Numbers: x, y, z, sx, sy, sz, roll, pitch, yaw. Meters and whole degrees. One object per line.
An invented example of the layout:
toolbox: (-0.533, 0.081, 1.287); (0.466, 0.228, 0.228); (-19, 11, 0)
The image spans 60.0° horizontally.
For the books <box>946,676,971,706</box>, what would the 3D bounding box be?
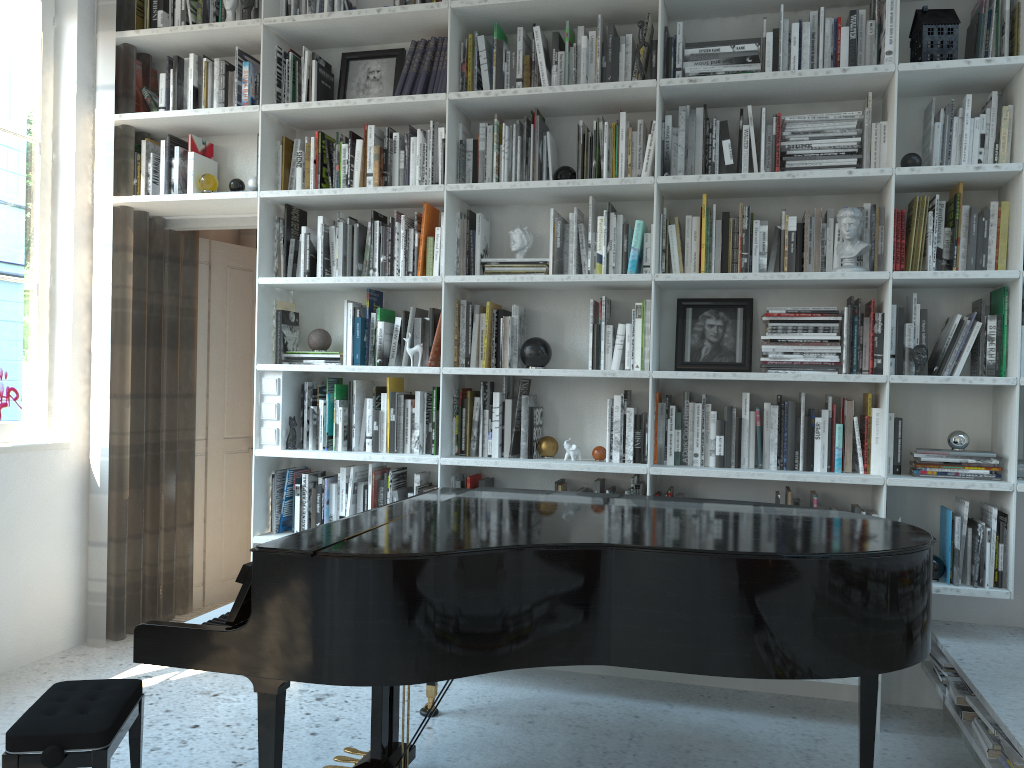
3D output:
books: (1.538, 1.011, 2.896); (0.191, 0.028, 0.212); (1, 0, 19)

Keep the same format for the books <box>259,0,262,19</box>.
books: (-1.082, -1.699, 3.994); (0.022, 0.286, 0.175); (1, 0, 15)

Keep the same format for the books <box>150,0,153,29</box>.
books: (-1.622, -1.665, 4.124); (0.024, 0.195, 0.167); (1, 0, 15)

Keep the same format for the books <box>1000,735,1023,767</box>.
books: (1.384, 0.966, 2.296); (0.182, 0.016, 0.199); (1, 0, 20)

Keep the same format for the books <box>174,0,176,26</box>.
books: (-1.504, -1.679, 4.107); (0.024, 0.227, 0.157); (1, 0, 15)

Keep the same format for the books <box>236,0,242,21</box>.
books: (-1.193, -1.685, 4.022); (0.021, 0.253, 0.179); (1, 0, 15)

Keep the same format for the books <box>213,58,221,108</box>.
books: (-1.301, -1.324, 4.042); (0.025, 0.261, 0.167); (1, 0, 15)

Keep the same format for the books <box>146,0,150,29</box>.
books: (-1.640, -1.711, 4.126); (0.014, 0.286, 0.175); (1, 0, 15)

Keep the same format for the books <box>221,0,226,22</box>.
books: (-1.273, -1.654, 4.040); (0.024, 0.187, 0.159); (1, 0, 15)

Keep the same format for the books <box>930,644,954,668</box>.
books: (1.612, 0.979, 3.180); (0.191, 0.013, 0.243); (1, 0, 11)

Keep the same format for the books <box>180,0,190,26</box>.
books: (-1.457, -1.667, 4.074); (0.030, 0.206, 0.175); (1, 0, 15)

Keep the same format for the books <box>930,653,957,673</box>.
books: (1.619, 1.003, 3.178); (0.188, 0.009, 0.211); (1, 0, 14)

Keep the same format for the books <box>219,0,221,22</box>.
books: (-1.294, -1.718, 4.057); (0.029, 0.314, 0.129); (1, 1, 15)

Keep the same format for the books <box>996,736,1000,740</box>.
books: (1.486, 1.020, 2.592); (0.149, 0.007, 0.300); (1, 0, 15)

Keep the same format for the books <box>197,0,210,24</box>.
books: (-1.374, -1.703, 4.062); (0.039, 0.283, 0.181); (1, 0, 15)

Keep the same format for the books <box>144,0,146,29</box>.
books: (-1.657, -1.680, 4.140); (0.023, 0.223, 0.151); (1, 0, 15)

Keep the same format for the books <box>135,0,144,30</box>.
books: (-1.701, -1.679, 4.139); (0.014, 0.219, 0.188); (1, 0, 15)

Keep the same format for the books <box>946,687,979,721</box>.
books: (1.545, 1.052, 2.895); (0.189, 0.030, 0.237); (1, 0, 15)

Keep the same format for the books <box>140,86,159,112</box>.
books: (-1.651, -1.289, 4.156); (0.121, 0.176, 0.129); (1, 0, 15)

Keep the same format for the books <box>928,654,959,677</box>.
books: (1.616, 1.013, 3.179); (0.177, 0.012, 0.278); (1, 0, 11)

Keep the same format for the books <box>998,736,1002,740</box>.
books: (1.485, 1.010, 2.592); (0.147, 0.012, 0.206); (1, 0, 16)

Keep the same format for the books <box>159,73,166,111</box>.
books: (-1.578, -1.308, 4.126); (0.034, 0.218, 0.166); (1, 0, 15)

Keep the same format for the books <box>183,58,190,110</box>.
books: (-1.467, -1.341, 4.103); (0.028, 0.288, 0.132); (1, 1, 15)

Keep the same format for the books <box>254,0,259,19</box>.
books: (-1.108, -1.649, 4.001); (0.028, 0.185, 0.167); (1, 0, 15)

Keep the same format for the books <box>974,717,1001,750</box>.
books: (1.473, 1.030, 2.595); (0.172, 0.014, 0.221); (1, 0, 16)

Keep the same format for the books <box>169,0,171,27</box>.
books: (-1.539, -1.664, 4.124); (0.031, 0.195, 0.145); (1, 0, 15)

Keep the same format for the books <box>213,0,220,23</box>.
books: (-1.318, -1.713, 4.052); (0.014, 0.304, 0.145); (1, 0, 15)

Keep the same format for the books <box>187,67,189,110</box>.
books: (-1.443, -1.316, 4.096); (0.024, 0.239, 0.155); (1, 0, 15)

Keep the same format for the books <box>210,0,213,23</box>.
books: (-1.336, -1.690, 4.071); (0.030, 0.257, 0.130); (1, 0, 15)

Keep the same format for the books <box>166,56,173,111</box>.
books: (-1.554, -1.347, 4.122); (0.011, 0.296, 0.162); (1, 0, 15)

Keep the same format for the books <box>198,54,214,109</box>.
books: (-1.384, -1.341, 4.074); (0.037, 0.292, 0.155); (1, 0, 15)

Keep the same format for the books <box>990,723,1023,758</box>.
books: (1.381, 0.929, 2.297); (0.193, 0.005, 0.225); (1, 0, 11)

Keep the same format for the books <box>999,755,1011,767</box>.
books: (1.395, 1.033, 2.294); (0.159, 0.012, 0.292); (1, 0, 12)

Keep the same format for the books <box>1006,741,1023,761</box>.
books: (1.392, 0.951, 2.294); (0.171, 0.015, 0.253); (1, 0, 12)

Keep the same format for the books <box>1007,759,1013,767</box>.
books: (1.399, 1.021, 2.292); (0.165, 0.012, 0.205); (1, 0, 15)

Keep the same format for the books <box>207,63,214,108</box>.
books: (-1.334, -1.316, 4.053); (0.021, 0.244, 0.173); (1, 0, 15)

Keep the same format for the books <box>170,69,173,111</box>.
books: (-1.518, -1.312, 4.099); (0.022, 0.228, 0.171); (1, 0, 15)

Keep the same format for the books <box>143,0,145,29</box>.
books: (-1.677, -1.683, 4.155); (0.024, 0.228, 0.130); (1, 0, 15)

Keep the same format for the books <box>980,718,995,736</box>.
books: (1.470, 0.994, 2.596); (0.171, 0.020, 0.193); (1, 0, 19)

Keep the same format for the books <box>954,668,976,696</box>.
books: (1.556, 0.974, 2.891); (0.160, 0.009, 0.291); (1, 0, 17)

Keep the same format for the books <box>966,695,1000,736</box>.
books: (1.467, 0.976, 2.596); (0.180, 0.015, 0.294); (1, 0, 13)

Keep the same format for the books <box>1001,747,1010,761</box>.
books: (1.395, 1.002, 2.293); (0.159, 0.011, 0.246); (1, 0, 11)

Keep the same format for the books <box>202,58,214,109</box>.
books: (-1.362, -1.329, 4.060); (0.013, 0.269, 0.162); (1, 0, 15)

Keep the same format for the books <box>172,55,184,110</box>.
books: (-1.497, -1.339, 4.088); (0.023, 0.282, 0.186); (1, 0, 15)

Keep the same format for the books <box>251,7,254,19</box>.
books: (-1.131, -1.659, 4.011); (0.023, 0.205, 0.146); (1, 0, 15)

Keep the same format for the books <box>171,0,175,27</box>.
books: (-1.522, -1.706, 4.102); (0.010, 0.281, 0.160); (1, 0, 15)

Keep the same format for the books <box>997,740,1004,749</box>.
books: (1.390, 0.979, 2.294); (0.169, 0.009, 0.241); (1, 0, 11)

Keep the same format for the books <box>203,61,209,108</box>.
books: (-1.350, -1.319, 4.056); (0.012, 0.249, 0.192); (1, 0, 15)

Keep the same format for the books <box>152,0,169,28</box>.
books: (-1.599, -1.702, 4.112); (0.025, 0.269, 0.177); (1, 0, 15)

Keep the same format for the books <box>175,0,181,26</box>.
books: (-1.481, -1.706, 4.090); (0.028, 0.283, 0.189); (1, 0, 15)

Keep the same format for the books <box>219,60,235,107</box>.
books: (-1.275, -1.318, 4.035); (0.030, 0.251, 0.165); (1, 0, 15)

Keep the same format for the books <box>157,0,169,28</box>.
books: (-1.574, -1.660, 4.107); (0.028, 0.186, 0.182); (1, 0, 15)

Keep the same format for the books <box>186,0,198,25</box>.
books: (-1.425, -1.695, 4.059); (0.057, 0.262, 0.190); (1, 0, 15)

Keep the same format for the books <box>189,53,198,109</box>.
books: (-1.417, -1.339, 4.063); (0.021, 0.286, 0.179); (1, 0, 15)

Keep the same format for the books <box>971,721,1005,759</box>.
books: (1.466, 1.050, 2.597); (0.177, 0.026, 0.230); (1, 0, 18)

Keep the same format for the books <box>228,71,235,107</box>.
books: (-1.242, -1.298, 4.045); (0.028, 0.212, 0.138); (1, 0, 15)
